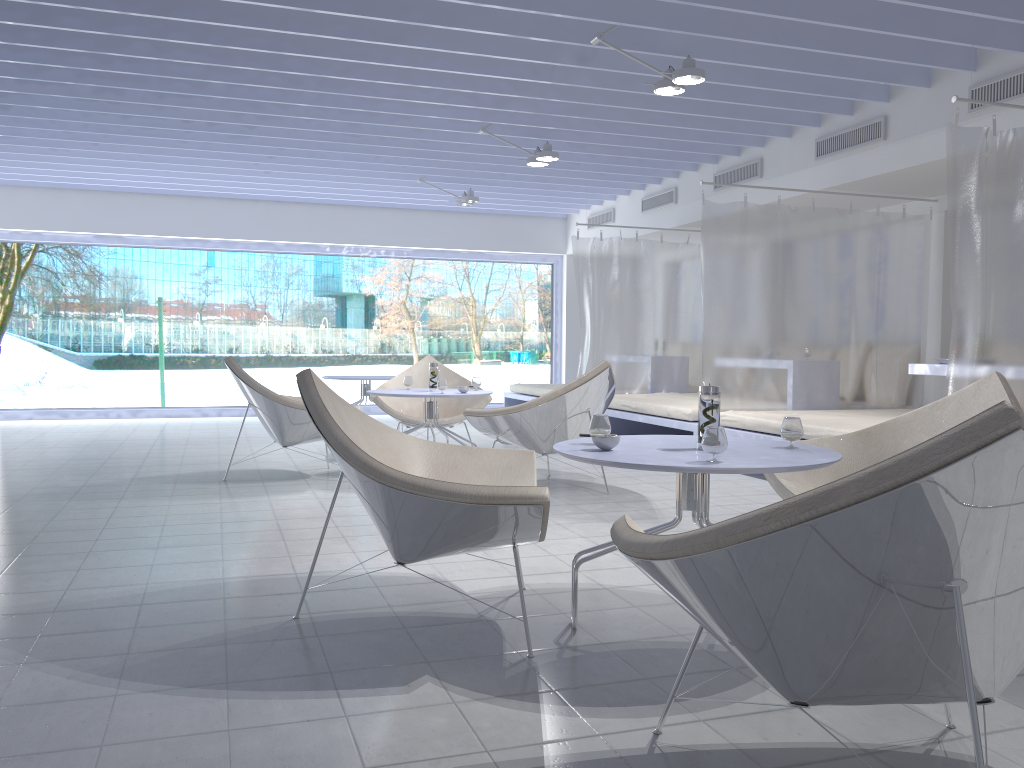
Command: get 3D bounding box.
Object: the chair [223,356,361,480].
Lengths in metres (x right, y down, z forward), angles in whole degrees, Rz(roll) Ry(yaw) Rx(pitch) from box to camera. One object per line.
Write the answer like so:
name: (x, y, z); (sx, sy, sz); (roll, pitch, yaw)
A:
chair: (-1.414, 0.204, 5.542); (0.753, 0.759, 0.906); (0, 3, -23)

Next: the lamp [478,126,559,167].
lamp: (0.035, -1.798, 6.673); (0.587, 0.218, 0.380); (0, 3, -19)

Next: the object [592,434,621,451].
object: (0.270, 0.169, 2.549); (0.082, 0.043, 0.082); (0, 3, -17)

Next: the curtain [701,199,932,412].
curtain: (2.244, -0.506, 6.453); (1.998, 1.559, 0.125); (0, 3, -20)

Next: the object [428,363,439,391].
object: (-0.514, -0.048, 5.810); (0.075, 0.189, 0.075); (-1, 3, -27)

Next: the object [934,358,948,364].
object: (2.681, -0.132, 5.235); (0.275, 0.031, 0.429); (0, 3, -17)

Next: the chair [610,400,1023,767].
chair: (0.667, 0.388, 1.586); (0.906, 0.759, 0.753); (0, 2, -4)

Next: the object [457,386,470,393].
object: (-0.304, 0.037, 5.585); (0.082, 0.043, 0.082); (3, 3, 40)

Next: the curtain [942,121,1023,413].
curtain: (2.905, -0.433, 4.356); (2.050, 1.552, 0.151); (0, 3, -19)

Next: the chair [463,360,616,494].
chair: (0.276, 0.231, 5.254); (0.753, 0.759, 0.906); (3, 3, 42)

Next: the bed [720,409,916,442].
bed: (2.609, 0.414, 5.458); (2.022, 0.422, 2.200); (0, 3, -19)

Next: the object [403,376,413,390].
object: (-0.702, -0.009, 5.999); (0.068, 0.091, 0.068); (1, 2, 4)

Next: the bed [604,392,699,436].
bed: (1.893, 0.317, 7.543); (2.016, 0.427, 2.200); (0, 3, -19)

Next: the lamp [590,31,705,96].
lamp: (0.699, -1.709, 4.694); (0.587, 0.218, 0.380); (0, 3, -19)

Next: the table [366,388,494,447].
table: (-0.534, 0.315, 5.795); (0.825, 0.534, 0.823); (-1, 3, -27)

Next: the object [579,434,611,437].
object: (0.239, 0.149, 2.542); (0.098, 0.016, 0.012); (0, 3, -19)

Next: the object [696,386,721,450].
object: (0.577, 0.099, 2.596); (0.075, 0.185, 0.075); (2, 3, 34)

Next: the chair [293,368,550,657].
chair: (-0.285, 0.334, 2.686); (0.753, 0.759, 0.906); (0, 2, -1)

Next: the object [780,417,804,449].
object: (0.837, 0.146, 2.653); (0.068, 0.091, 0.068); (-1, 3, -29)

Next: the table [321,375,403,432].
table: (-1.383, 0.199, 8.381); (0.825, 0.534, 0.823); (2, 3, 28)

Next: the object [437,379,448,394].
object: (-0.433, 0.015, 5.497); (0.068, 0.091, 0.068); (1, 2, 10)

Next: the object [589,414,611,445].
object: (0.268, 0.138, 2.703); (0.068, 0.091, 0.068); (-1, 3, -29)

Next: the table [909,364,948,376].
table: (2.771, 0.122, 4.954); (0.416, 0.450, 1.065); (0, 3, -19)

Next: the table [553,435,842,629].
table: (0.530, 0.457, 2.620); (0.825, 0.534, 0.823); (-2, 3, -42)

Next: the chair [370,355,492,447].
chair: (-0.627, 0.158, 6.797); (0.906, 0.759, 0.753); (0, 2, -8)

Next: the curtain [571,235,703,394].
curtain: (1.501, -0.621, 8.540); (2.050, 1.552, 0.151); (0, 3, -19)

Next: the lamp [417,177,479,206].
lamp: (-0.636, -1.888, 8.671); (0.587, 0.218, 0.380); (0, 3, -19)

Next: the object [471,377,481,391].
object: (-0.240, -0.002, 5.932); (0.068, 0.091, 0.068); (-1, 3, -26)

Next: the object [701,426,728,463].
object: (0.526, 0.157, 2.304); (0.068, 0.091, 0.068); (-1, 3, -29)

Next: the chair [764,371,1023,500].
chair: (1.391, 0.333, 3.074); (0.753, 0.759, 0.906); (0, 2, -15)

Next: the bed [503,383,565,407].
bed: (1.205, 0.226, 9.641); (2.022, 0.422, 2.200); (0, 3, -19)
